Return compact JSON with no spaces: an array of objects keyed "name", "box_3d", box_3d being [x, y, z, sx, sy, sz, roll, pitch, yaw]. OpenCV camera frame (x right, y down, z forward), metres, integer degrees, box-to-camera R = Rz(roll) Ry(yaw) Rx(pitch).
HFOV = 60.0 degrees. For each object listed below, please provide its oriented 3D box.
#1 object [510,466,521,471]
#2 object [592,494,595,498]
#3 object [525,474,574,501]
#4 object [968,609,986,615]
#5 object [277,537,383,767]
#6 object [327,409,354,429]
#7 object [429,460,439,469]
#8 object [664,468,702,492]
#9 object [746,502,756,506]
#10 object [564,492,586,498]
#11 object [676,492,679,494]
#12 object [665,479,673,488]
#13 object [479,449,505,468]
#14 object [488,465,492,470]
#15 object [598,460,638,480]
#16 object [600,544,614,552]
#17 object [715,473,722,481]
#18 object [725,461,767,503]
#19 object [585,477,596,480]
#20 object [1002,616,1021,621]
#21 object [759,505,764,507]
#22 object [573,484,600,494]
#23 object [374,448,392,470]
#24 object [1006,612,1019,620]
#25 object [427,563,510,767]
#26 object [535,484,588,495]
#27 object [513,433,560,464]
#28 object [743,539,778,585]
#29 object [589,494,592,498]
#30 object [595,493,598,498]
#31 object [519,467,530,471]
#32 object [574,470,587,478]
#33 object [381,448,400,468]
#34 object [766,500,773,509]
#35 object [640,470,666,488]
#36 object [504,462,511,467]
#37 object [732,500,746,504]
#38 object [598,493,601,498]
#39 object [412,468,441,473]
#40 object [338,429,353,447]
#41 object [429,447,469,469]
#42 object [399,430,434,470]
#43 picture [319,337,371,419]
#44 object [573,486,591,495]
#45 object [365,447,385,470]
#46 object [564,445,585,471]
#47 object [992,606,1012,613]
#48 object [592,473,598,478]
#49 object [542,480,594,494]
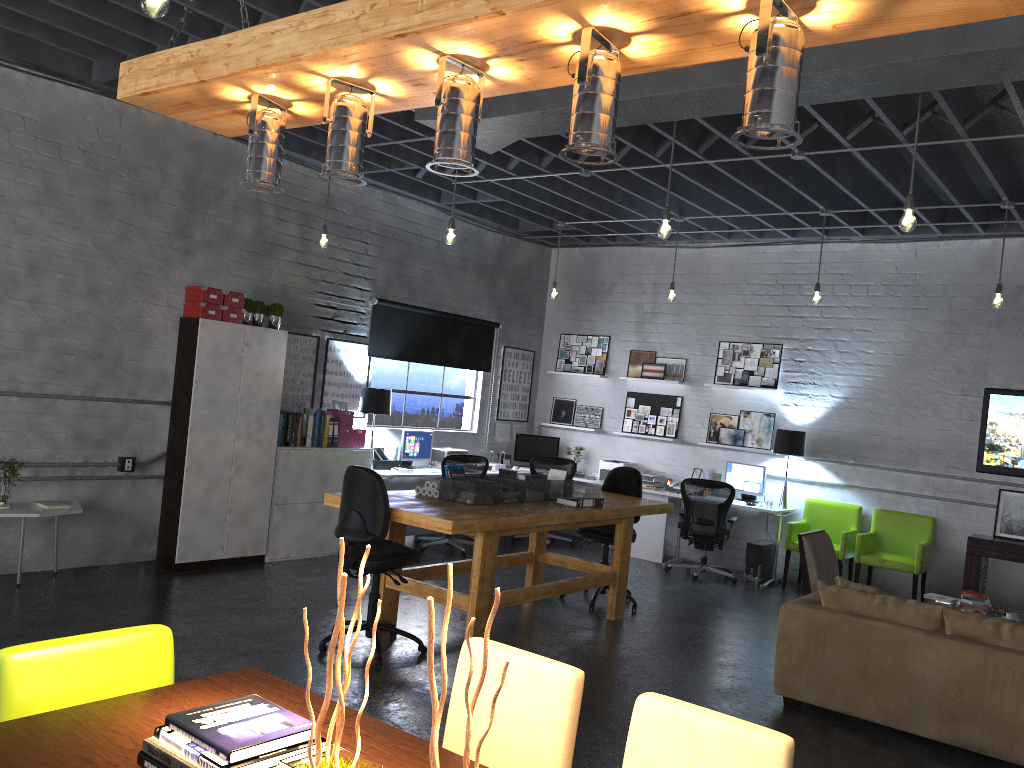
[{"name":"object","box_3d":[0.043,1.018,10.669,0.130,0.049,0.130,6,-1,-36]},{"name":"object","box_3d":[0.437,0.866,7.133,0.519,0.047,0.047,5,0,37]},{"name":"object","box_3d":[0.263,0.800,6.861,0.316,0.156,0.306,5,-1,37]},{"name":"object","box_3d":[3.793,1.857,7.234,0.137,0.031,0.137,6,-1,-27]},{"name":"object","box_3d":[-0.373,0.608,1.864,0.156,0.583,0.185,6,0,37]},{"name":"object","box_3d":[-1.676,0.340,8.633,0.214,0.177,0.161,6,0,37]},{"name":"object","box_3d":[-0.864,0.895,9.792,0.090,0.090,0.082,6,0,-28]},{"name":"object","box_3d":[2.006,1.096,10.096,0.405,0.280,0.400,6,0,37]},{"name":"object","box_3d":[2.516,1.261,9.327,0.114,0.036,0.058,6,-1,-38]},{"name":"object","box_3d":[0.353,0.856,7.022,0.519,0.047,0.047,5,0,37]},{"name":"object","box_3d":[1.842,1.209,9.847,0.017,0.016,0.076,6,-1,-3]},{"name":"object","box_3d":[1.823,1.158,10.289,0.093,0.116,0.067,6,0,37]},{"name":"object","box_3d":[-0.248,0.911,10.685,0.324,0.208,0.233,6,0,37]},{"name":"object","box_3d":[-0.463,0.956,10.417,0.392,0.064,0.259,5,-1,37]},{"name":"object","box_3d":[1.277,1.051,10.662,0.350,0.235,0.351,6,0,37]},{"name":"object","box_3d":[1.253,1.747,10.484,0.180,0.411,0.476,6,0,37]},{"name":"object","box_3d":[2.242,1.128,9.909,0.087,0.259,0.237,6,0,37]},{"name":"object","box_3d":[2.563,1.079,9.670,0.464,0.417,0.212,6,0,42]},{"name":"object","box_3d":[0.937,1.122,10.574,0.103,0.021,0.131,6,-1,17]},{"name":"object","box_3d":[3.991,1.882,7.090,0.131,0.016,0.131,5,-1,44]},{"name":"object","box_3d":[2.628,1.286,9.344,0.046,0.009,0.121,6,-1,22]},{"name":"object","box_3d":[0.483,0.831,7.189,0.519,0.047,0.047,5,0,37]},{"name":"object","box_3d":[-1.359,0.779,9.257,0.209,0.208,0.104,6,0,38]},{"name":"object","box_3d":[3.995,1.860,7.090,0.081,0.052,0.077,6,0,-5]},{"name":"object","box_3d":[-0.091,0.634,1.651,0.180,0.583,0.156,6,0,37]},{"name":"object","box_3d":[0.366,0.817,7.033,0.519,0.047,0.047,5,0,35]},{"name":"object","box_3d":[0.305,0.862,11.226,0.560,0.427,0.147,6,0,-16]},{"name":"object","box_3d":[2.623,1.873,9.345,0.180,0.411,0.476,6,0,37]},{"name":"object","box_3d":[0.409,0.863,7.096,0.519,0.047,0.047,5,0,37]},{"name":"object","box_3d":[0.465,0.869,7.170,0.519,0.047,0.047,5,0,37]},{"name":"object","box_3d":[0.298,1.058,10.892,0.422,0.028,0.181,6,-1,-3]},{"name":"object","box_3d":[0.761,1.077,10.759,0.279,0.081,0.411,6,-1,7]},{"name":"object","box_3d":[-1.291,0.787,9.351,0.209,0.208,0.104,6,0,37]},{"name":"object","box_3d":[2.661,1.251,9.190,0.069,0.083,0.090,6,0,36]},{"name":"object","box_3d":[1.627,1.111,10.387,0.229,0.180,0.316,6,0,37]},{"name":"object","box_3d":[-0.089,0.963,10.981,0.088,0.141,0.155,6,0,-38]},{"name":"object","box_3d":[2.282,1.243,9.510,0.421,0.028,0.181,5,-1,32]},{"name":"object","box_3d":[0.493,0.873,7.208,0.519,0.047,0.047,5,0,37]},{"name":"object","box_3d":[-0.902,0.918,9.403,0.180,0.028,0.422,5,-1,27]},{"name":"object","box_3d":[-1.694,0.516,8.634,0.213,0.177,0.161,6,0,37]},{"name":"object","box_3d":[-0.631,0.851,10.017,0.484,0.230,0.420,5,-1,37]},{"name":"object","box_3d":[-1.075,0.707,9.595,0.211,0.417,0.465,6,0,37]},{"name":"picture","box_3d":[-1.679,-0.050,8.985,0.020,0.780,0.607,6,0,37]},{"name":"object","box_3d":[0.399,0.821,7.078,0.519,0.047,0.047,5,0,37]},{"name":"object","box_3d":[-1.423,0.772,9.174,0.209,0.208,0.104,6,0,38]},{"name":"object","box_3d":[0.768,0.940,11.094,0.297,0.363,0.271,6,0,-8]},{"name":"object","box_3d":[4.107,1.887,7.439,0.151,0.040,0.151,6,-1,-35]},{"name":"object","box_3d":[1.029,1.120,10.890,0.104,0.052,0.023,5,0,37]},{"name":"object","box_3d":[0.427,0.825,7.115,0.519,0.047,0.047,5,0,37]}]
